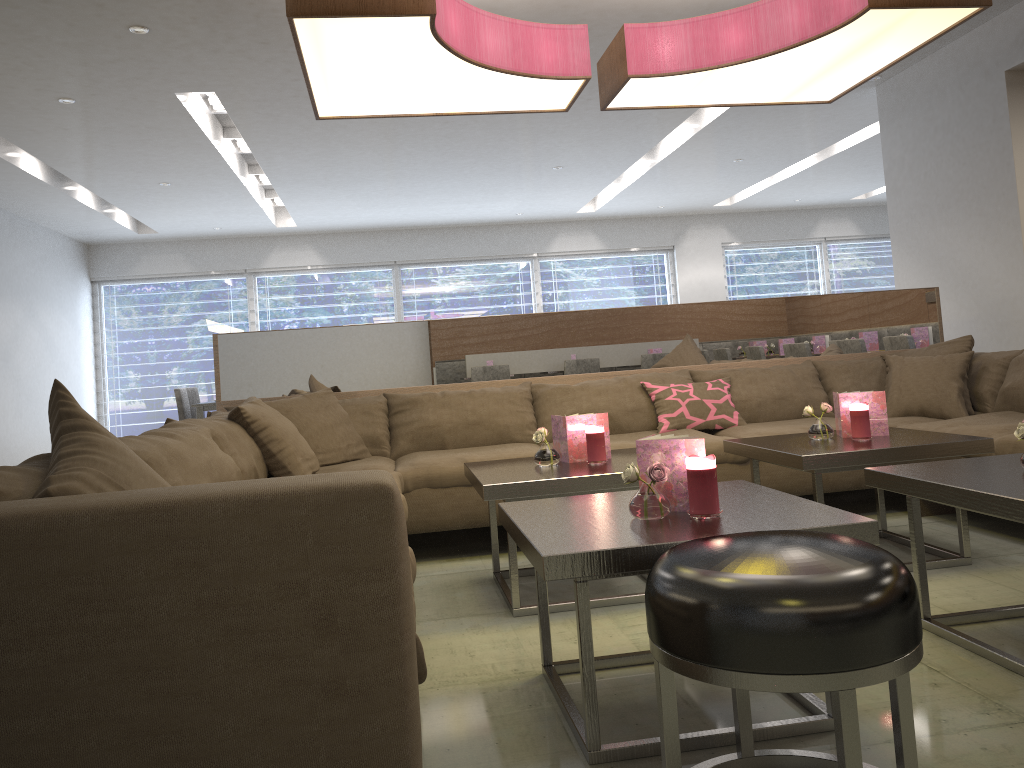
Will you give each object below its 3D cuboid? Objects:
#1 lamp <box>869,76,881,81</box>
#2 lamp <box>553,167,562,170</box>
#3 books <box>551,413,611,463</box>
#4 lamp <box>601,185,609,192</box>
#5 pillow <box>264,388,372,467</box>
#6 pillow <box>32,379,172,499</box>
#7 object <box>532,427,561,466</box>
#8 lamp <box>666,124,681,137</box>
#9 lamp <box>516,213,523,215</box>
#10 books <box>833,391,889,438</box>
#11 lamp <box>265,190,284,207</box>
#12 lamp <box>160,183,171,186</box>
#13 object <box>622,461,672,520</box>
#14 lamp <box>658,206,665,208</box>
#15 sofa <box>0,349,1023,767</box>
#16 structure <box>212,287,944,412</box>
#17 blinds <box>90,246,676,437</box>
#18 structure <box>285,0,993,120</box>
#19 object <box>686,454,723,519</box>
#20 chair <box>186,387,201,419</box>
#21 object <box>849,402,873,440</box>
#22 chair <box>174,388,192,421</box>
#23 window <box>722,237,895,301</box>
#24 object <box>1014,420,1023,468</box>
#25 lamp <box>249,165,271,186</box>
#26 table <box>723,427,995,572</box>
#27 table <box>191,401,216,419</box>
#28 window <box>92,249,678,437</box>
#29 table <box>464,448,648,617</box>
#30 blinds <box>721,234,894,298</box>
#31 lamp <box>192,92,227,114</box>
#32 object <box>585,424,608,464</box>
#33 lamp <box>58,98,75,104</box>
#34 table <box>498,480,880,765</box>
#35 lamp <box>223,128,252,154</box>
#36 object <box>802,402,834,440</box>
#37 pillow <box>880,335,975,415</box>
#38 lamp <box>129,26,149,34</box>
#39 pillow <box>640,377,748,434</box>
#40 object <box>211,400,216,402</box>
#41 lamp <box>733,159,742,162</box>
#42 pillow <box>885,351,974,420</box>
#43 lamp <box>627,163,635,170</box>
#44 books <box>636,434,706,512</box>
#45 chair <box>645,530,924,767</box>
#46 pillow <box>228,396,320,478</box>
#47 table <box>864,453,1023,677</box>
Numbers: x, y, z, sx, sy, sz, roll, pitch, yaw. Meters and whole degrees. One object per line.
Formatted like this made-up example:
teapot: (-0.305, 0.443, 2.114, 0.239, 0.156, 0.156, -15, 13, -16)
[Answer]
lamp: (2.436, -2.057, 5.952, 0.088, 0.007, 0.089, -3, 2, 37)
lamp: (0.413, -1.956, 8.015, 0.088, 0.007, 0.089, -3, 2, 37)
books: (0.241, 0.188, 3.062, 0.143, 0.165, 0.257, -3, -1, -44)
lamp: (0.952, -2.245, 9.966, 0.226, 0.102, 0.487, -4, 1, -8)
pillow: (-0.838, 0.201, 3.768, 0.296, 0.357, 0.503, -5, 0, 24)
pillow: (-0.666, 0.183, 1.550, 0.280, 0.406, 0.530, -4, -1, -19)
object: (0.112, 0.211, 3.011, 0.101, 0.130, 0.094, -3, -2, -25)
lamp: (1.282, -2.216, 7.619, 0.226, 0.102, 0.487, -4, 1, -8)
lamp: (0.088, -1.986, 10.325, 0.088, 0.007, 0.089, -3, 2, 37)
books: (1.272, 0.109, 3.230, 0.157, 0.165, 0.143, -4, -1, 12)
lamp: (-2.491, -1.982, 9.466, 0.226, 0.102, 0.487, -4, 1, -8)
lamp: (-2.952, -1.699, 7.526, 0.088, 0.007, 0.089, -3, 2, 37)
object: (0.334, 0.223, 1.888, 0.193, 0.126, 0.095, -4, -1, 23)
lamp: (1.785, -2.115, 10.571, 0.088, 0.007, 0.089, -3, 2, 37)
sofa: (0.695, 0.313, 2.858, 3.768, 0.678, 3.172, -4, 1, -8)
structure: (0.455, 0.122, 4.566, 3.775, 1.012, 0.223, -4, -3, -8)
blinds: (-1.366, -0.499, 10.812, 7.100, 2.052, 0.045, -4, -3, -8)
structure: (0.478, -1.548, 2.887, 2.443, 0.620, 2.441, -4, 1, -8)
object: (0.404, 0.216, 1.875, 0.075, 0.129, 0.075, -6, -3, 44)
chair: (-2.470, 0.395, 7.424, 0.492, 0.765, 0.475, -4, -2, -3)
object: (1.213, 0.129, 3.081, 0.076, 0.129, 0.075, -3, -2, -36)
chair: (-2.339, 0.397, 6.912, 0.492, 0.765, 0.475, -4, -2, -13)
window: (4.558, -0.928, 11.776, 3.661, 2.081, 0.158, -4, -3, -8)
object: (1.279, 0.146, 2.144, 0.095, 0.129, 0.106, -6, -2, 42)
lamp: (-2.336, -1.968, 8.366, 0.226, 0.102, 0.487, -4, 1, -8)
table: (1.197, 0.401, 3.114, 0.658, 0.413, 0.656, -4, 0, -8)
table: (-2.066, 0.433, 7.211, 0.778, 0.636, 1.186, -4, 0, -8)
window: (-1.368, -0.475, 10.916, 7.105, 2.081, 0.158, -4, -3, -8)
table: (0.207, 0.476, 2.971, 0.658, 0.413, 0.656, -4, 0, -8)
blinds: (4.580, -0.954, 11.675, 3.652, 2.052, 0.045, -4, -3, -8)
lamp: (-2.001, -1.938, 5.991, 0.226, 0.102, 0.487, -4, 1, -8)
object: (0.280, 0.200, 2.956, 0.076, 0.129, 0.075, -3, -2, -36)
lamp: (-2.627, -1.670, 5.217, 0.088, 0.007, 0.089, -3, 2, 37)
table: (0.349, 0.489, 1.965, 0.658, 0.413, 0.656, -4, 0, -8)
lamp: (-2.160, -1.953, 7.119, 0.226, 0.102, 0.487, -4, 1, -8)
object: (1.111, 0.133, 3.204, 0.092, 0.132, 0.102, -3, -2, -43)
pillow: (1.950, -0.019, 4.171, 0.292, 0.395, 0.524, -3, -1, -39)
lamp: (-1.800, -1.708, 4.268, 0.088, 0.007, 0.089, -3, 2, 37)
pillow: (0.853, 0.099, 4.130, 0.464, 0.253, 0.180, -4, -2, -13)
object: (-2.239, 0.126, 6.905, 0.217, 0.015, 0.216, -5, 1, -28)
lamp: (2.111, -2.086, 8.261, 0.088, 0.007, 0.089, -3, 2, 37)
pillow: (1.867, 0.020, 3.977, 0.379, 0.324, 0.235, -5, -2, 37)
lamp: (1.107, -2.231, 8.866, 0.226, 0.102, 0.487, -4, 1, -8)
books: (0.387, 0.202, 2.020, 0.157, 0.165, 0.143, -5, -1, 27)
chair: (0.438, 0.476, 1.425, 0.423, 0.452, 0.421, -4, -1, -12)
pillow: (-0.878, 0.214, 3.272, 0.312, 0.340, 0.493, -4, 0, -14)
table: (1.339, 0.413, 2.109, 0.658, 0.413, 0.656, -4, 0, -8)
